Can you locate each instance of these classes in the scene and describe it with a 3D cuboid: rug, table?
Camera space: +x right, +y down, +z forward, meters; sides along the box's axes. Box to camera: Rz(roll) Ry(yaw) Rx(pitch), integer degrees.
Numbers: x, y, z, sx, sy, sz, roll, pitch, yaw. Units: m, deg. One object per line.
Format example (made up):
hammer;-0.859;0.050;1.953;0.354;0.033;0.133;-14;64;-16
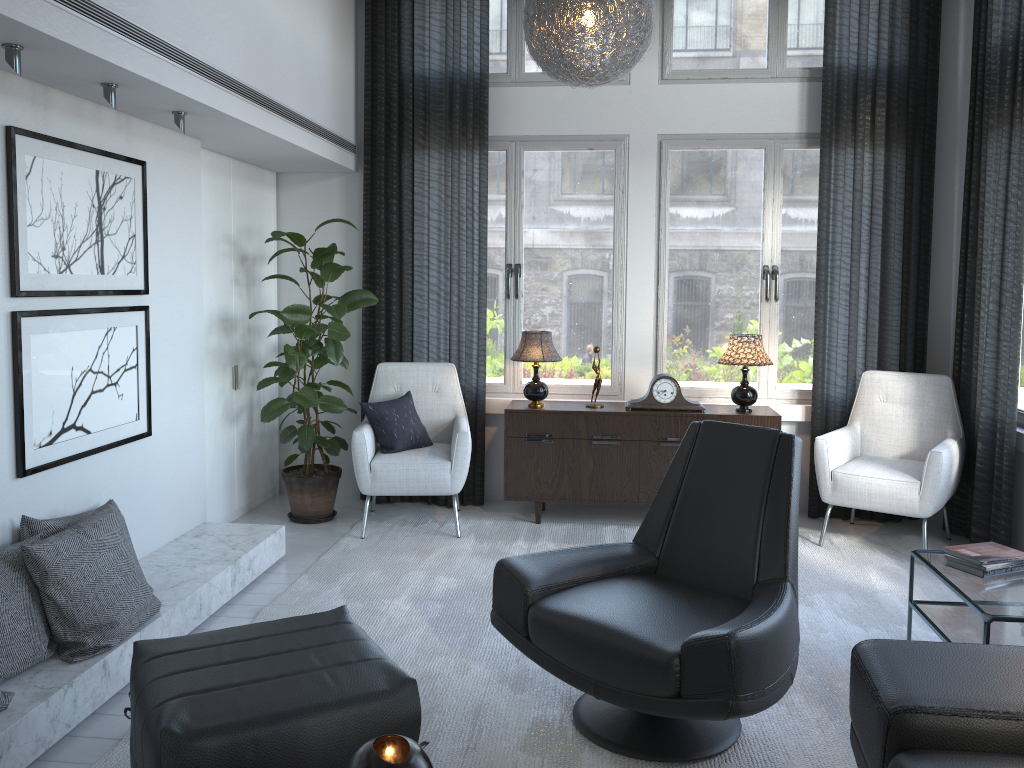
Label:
rug;0.245;1.159;0.801;2.954;0.032;7.796;1;6;6
table;1.542;0.775;2.554;0.593;0.409;0.595;1;6;6

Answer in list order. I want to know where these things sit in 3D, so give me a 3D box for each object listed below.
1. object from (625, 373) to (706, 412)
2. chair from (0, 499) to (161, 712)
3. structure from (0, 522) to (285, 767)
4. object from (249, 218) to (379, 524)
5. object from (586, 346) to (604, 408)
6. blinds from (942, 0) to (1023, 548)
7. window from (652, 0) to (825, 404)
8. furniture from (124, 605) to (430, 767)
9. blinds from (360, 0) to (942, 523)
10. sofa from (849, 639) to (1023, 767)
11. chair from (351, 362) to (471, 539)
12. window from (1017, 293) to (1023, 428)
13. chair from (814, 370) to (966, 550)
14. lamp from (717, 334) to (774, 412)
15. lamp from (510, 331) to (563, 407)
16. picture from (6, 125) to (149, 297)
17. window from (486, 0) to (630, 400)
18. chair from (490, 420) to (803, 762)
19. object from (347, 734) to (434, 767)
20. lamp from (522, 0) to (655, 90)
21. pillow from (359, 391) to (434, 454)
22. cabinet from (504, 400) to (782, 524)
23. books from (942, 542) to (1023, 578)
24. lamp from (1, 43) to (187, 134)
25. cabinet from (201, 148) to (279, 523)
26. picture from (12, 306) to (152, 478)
object;0.800;0.041;4.639;0.406;0.180;0.181;1;5;6
chair;-1.389;0.620;2.566;0.391;0.430;1.340;1;6;7
structure;-1.633;1.103;0.489;0.393;0.134;7.232;1;6;6
object;-1.036;-0.061;4.581;0.640;1.585;0.938;-3;6;-38
object;0.441;-0.039;4.689;0.096;0.324;0.096;1;4;6
blinds;2.132;-0.713;3.024;0.189;3.267;3.223;1;5;6
window;1.425;-1.045;4.837;1.268;2.316;0.134;1;4;6
furniture;-0.579;0.826;2.110;0.599;0.377;0.615;-3;7;-30
blinds;0.703;-0.924;4.795;3.212;3.268;0.189;1;4;6
sofa;1.144;0.823;1.119;0.936;0.615;1.911;1;6;6
chair;-0.513;0.319;4.635;0.594;0.821;0.615;0;5;-4
window;2.354;-0.908;3.692;0.133;2.316;1.272;1;5;6
chair;1.862;0.372;4.355;0.594;0.821;0.614;4;6;36
lamp;1.202;-0.056;4.573;0.280;0.396;0.281;4;6;32
lamp;0.128;-0.079;4.694;0.280;0.396;0.281;4;6;32
picture;-1.492;-0.571;3.108;0.020;0.521;0.794;1;6;6
window;0.016;-1.075;4.996;1.268;2.316;0.134;1;4;6
chair;0.492;0.554;2.598;0.842;0.808;0.806;6;7;44
object;-0.173;0.638;1.247;0.153;0.279;0.151;-4;6;-44
lamp;0.299;-1.794;3.391;0.512;1.302;0.516;1;4;1
pillow;-0.598;0.201;4.633;0.253;0.295;0.357;4;6;33
cabinet;0.673;0.429;4.715;1.399;0.611;0.387;1;5;6
books;1.440;0.533;2.694;0.215;0.050;0.161;-2;7;-21
lamp;-1.486;-0.748;1.250;0.053;0.081;4.268;1;6;6
cabinet;-1.525;-0.219;4.618;0.191;1.889;1.176;1;5;6
picture;-1.497;-0.008;3.149;0.020;0.521;0.794;1;6;6
